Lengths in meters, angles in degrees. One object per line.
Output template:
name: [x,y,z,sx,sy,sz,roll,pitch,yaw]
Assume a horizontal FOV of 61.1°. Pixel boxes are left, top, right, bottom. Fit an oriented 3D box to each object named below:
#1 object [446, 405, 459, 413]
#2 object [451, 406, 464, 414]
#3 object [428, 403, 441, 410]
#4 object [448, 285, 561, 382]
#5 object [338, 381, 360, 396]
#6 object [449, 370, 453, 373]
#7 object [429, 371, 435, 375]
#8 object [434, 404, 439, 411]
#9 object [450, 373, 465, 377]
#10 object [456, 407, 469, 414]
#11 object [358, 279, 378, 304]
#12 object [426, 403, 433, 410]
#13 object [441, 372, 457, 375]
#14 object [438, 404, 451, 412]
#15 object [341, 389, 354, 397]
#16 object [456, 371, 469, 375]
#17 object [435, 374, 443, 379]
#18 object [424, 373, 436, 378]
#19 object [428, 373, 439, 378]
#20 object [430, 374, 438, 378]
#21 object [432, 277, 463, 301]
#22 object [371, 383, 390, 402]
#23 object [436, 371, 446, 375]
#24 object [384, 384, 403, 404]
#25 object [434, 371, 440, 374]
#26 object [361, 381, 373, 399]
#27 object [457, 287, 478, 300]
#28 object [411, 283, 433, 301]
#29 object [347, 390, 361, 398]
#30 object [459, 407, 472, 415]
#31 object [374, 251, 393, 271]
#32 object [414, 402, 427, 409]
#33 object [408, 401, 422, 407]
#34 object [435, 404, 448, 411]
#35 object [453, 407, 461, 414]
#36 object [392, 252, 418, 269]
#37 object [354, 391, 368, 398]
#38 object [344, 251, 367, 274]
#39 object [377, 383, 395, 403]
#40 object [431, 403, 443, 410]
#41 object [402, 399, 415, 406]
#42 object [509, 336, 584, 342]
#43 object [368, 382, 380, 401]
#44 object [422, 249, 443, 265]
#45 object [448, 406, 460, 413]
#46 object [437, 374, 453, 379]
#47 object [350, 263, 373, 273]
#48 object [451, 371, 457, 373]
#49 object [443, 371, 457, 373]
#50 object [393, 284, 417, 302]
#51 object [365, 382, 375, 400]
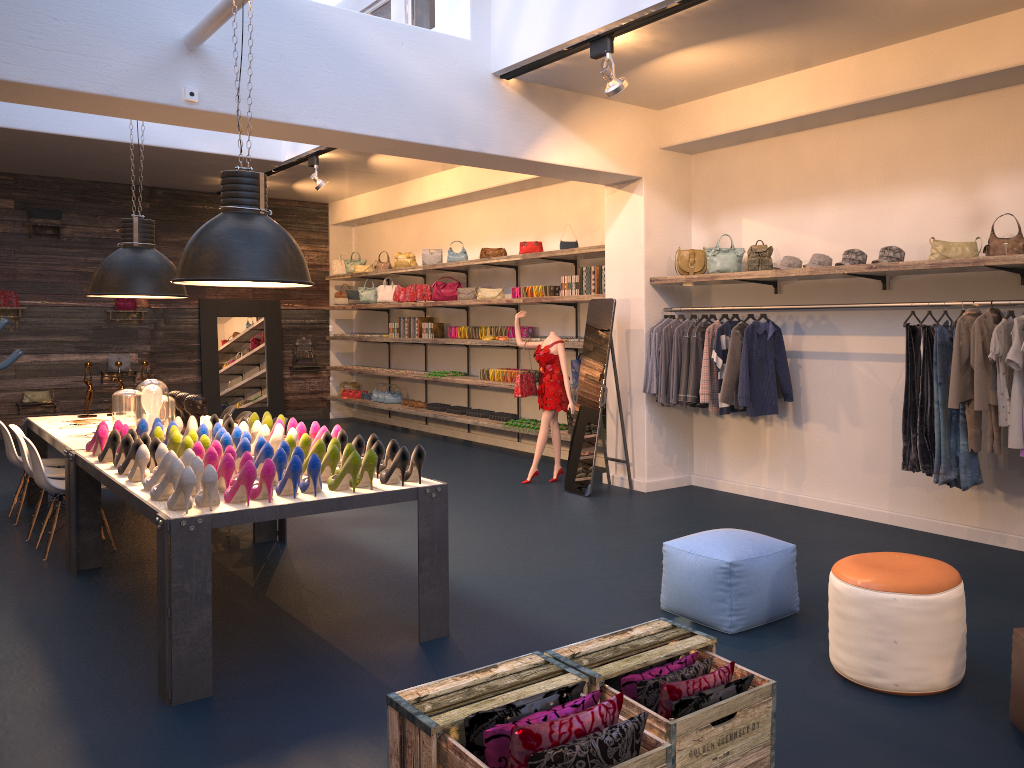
object: [-0.778,0.328,11.345,0.202,0.087,0.060,-2,2,-36]
object: [-0.704,0.335,11.243,0.202,0.087,0.060,-2,2,-36]
object: [-1.040,0.303,11.715,0.202,0.087,0.060,-2,2,-36]
object: [-0.150,-0.581,10.521,0.494,1.135,2.474,0,3,-35]
object: [-2.626,0.072,14.056,0.375,0.234,0.196,0,2,-5]
object: [-0.760,-0.146,11.461,0.076,0.075,0.255,2,4,40]
object: [-0.980,-0.144,11.404,0.256,0.063,0.077,-2,3,-33]
object: [-0.965,0.311,11.608,0.202,0.087,0.060,-2,2,-36]
object: [-0.720,-0.105,11.232,0.254,0.058,0.076,-3,4,-41]
object: [-0.631,0.342,11.138,0.202,0.087,0.060,-2,2,-36]
object: [-2.125,-1.386,12.979,0.363,0.367,0.178,0,1,5]
object: [-1.076,0.300,11.765,0.202,0.087,0.060,-2,2,-36]
object: [-0.808,-0.132,11.213,0.255,0.067,0.078,-2,3,-31]
object: [-0.892,0.317,11.506,0.202,0.087,0.060,-2,2,-36]
object: [-2.601,0.142,13.846,0.223,0.118,0.089,0,1,-4]
object: [-0.662,-0.139,11.325,0.078,0.067,0.254,2,4,33]
object: [-0.903,-0.103,11.198,0.254,0.058,0.076,-3,4,-41]
object: [-1.056,-0.117,11.400,0.254,0.058,0.076,-3,4,-41]
object: [-1.000,-0.112,11.334,0.254,0.058,0.076,-3,4,-41]
object: [-0.963,-0.107,11.257,0.254,0.058,0.076,-3,4,-41]
object: [-0.845,-1.236,11.290,0.278,0.337,0.371,2,2,43]
object: [-1.954,0.122,12.927,0.283,0.282,0.093,0,0,-9]
object: [-0.883,-0.136,11.268,0.254,0.064,0.079,-2,3,-31]
object: [-1.725,0.143,12.627,0.279,0.282,0.095,0,0,-4]
object: [-0.906,-0.140,11.350,0.254,0.068,0.077,-2,3,-31]
object: [-2.223,0.097,13.369,0.205,0.279,0.057,0,0,-8]
object: [-0.558,-1.129,10.878,0.259,0.175,0.108,1,1,14]
object: [-1.216,-1.232,11.658,0.300,0.249,0.143,1,1,24]
object: [-2.487,0.153,13.685,0.223,0.118,0.089,0,1,-4]
object: [-0.593,0.346,11.086,0.202,0.087,0.060,-2,2,-36]
object: [-1.879,-1.795,12.702,0.276,0.300,0.109,1,1,23]
object: [-1.231,0.288,11.953,0.217,0.083,0.229,3,5,44]
object: [-1.335,0.273,12.175,0.217,0.083,0.229,3,5,43]
object: [-0.929,0.314,11.558,0.202,0.087,0.060,-2,2,-36]
object: [-0.667,0.339,11.189,0.202,0.087,0.060,-2,2,-36]
object: [-1.490,-1.722,12.067,0.358,0.234,0.206,1,2,12]
object: [-2.356,0.163,13.540,0.222,0.118,0.089,0,1,-4]
object: [-2.444,-1.884,13.545,0.363,0.367,0.178,0,1,5]
object: [-1.840,0.132,12.777,0.279,0.282,0.095,0,0,-4]
object: [-1.002,0.307,11.662,0.202,0.087,0.060,-2,2,-36]
object: [-1.460,0.259,12.382,0.226,0.083,0.220,-1,4,-25]
object: [0.509,-0.492,9.514,0.522,0.060,1.400,-3,5,-36]
object: [-2.076,0.111,13.162,0.205,0.279,0.057,0,0,-8]
object: [-1.053,-1.682,11.521,0.273,0.230,0.079,0,0,4]
object: [-0.741,0.332,11.295,0.202,0.087,0.060,-2,2,-36]
object: [-0.866,-0.098,11.121,0.254,0.058,0.076,-3,4,-41]
object: [-2.317,-1.768,13.305,0.350,0.174,0.240,1,3,15]
object: [-0.737,-0.142,11.379,0.079,0.073,0.253,1,4,32]
object: [-0.847,-0.153,11.535,0.240,0.053,0.083,0,3,-7]
object: [-1.487,-1.263,12.103,0.327,0.254,0.142,1,1,12]
object: [-2.151,0.104,13.273,0.210,0.279,0.056,0,0,-17]
